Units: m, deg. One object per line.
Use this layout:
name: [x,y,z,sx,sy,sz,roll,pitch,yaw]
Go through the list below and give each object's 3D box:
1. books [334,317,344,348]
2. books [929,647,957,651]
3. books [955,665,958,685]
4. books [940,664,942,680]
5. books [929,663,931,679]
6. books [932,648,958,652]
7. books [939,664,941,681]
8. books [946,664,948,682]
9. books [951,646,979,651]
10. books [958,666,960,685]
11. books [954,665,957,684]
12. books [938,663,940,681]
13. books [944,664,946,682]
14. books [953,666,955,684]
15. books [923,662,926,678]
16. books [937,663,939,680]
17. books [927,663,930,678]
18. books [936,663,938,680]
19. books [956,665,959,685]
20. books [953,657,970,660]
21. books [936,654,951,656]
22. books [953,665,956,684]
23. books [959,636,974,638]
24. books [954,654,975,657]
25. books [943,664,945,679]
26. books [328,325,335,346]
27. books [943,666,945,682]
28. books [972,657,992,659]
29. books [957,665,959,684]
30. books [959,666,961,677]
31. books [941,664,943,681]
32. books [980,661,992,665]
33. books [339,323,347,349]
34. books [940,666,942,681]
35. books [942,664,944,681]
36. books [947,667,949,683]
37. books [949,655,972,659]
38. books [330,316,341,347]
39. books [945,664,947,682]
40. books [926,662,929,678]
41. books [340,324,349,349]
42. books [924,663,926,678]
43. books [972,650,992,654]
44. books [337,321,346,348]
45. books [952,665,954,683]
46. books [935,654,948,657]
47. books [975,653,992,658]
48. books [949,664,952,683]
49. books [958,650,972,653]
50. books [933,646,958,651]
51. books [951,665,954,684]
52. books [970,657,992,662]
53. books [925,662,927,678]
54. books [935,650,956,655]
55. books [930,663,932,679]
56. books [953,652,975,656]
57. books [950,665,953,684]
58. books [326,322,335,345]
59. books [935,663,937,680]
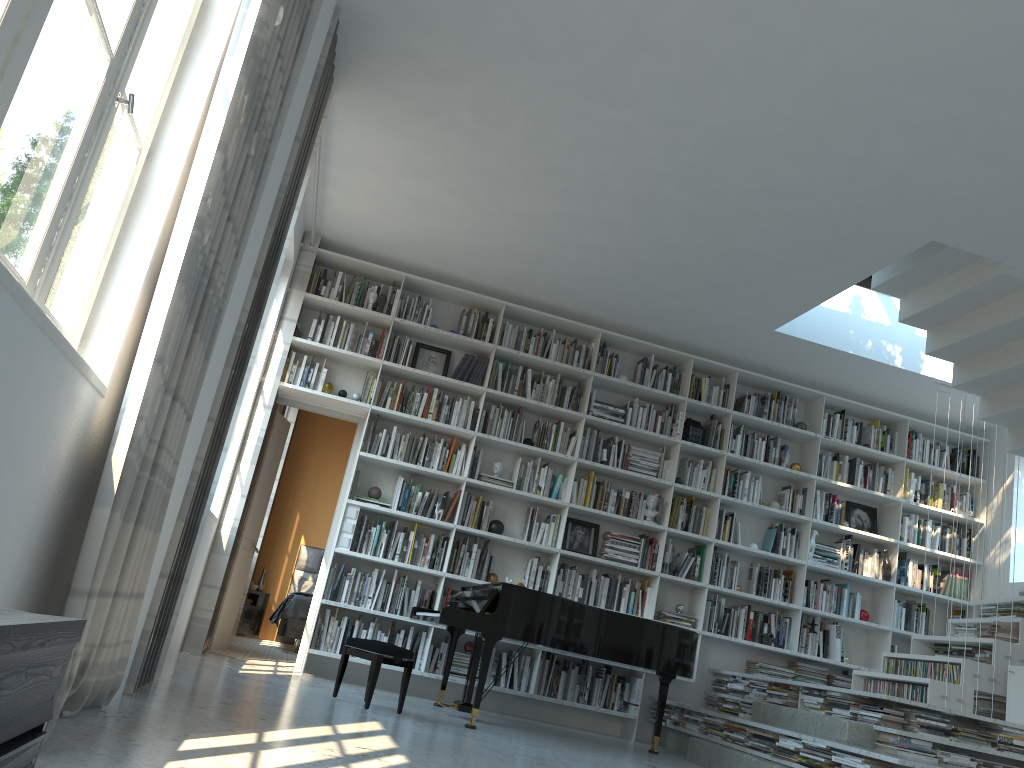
books: [-1.383,-0.369,7.037,0.037,0.291,0.156,15,-16,-10]
books: [3.241,1.977,6.580,0.198,0.006,0.189,16,-17,-14]
books: [2.987,1.933,5.853,0.125,0.123,0.036,15,-16,-10]
books: [2.952,1.967,5.996,0.125,0.125,0.007,15,-16,-10]
books: [2.926,1.992,6.098,0.125,0.125,0.013,15,-16,-10]
books: [3.257,1.988,6.581,0.160,0.009,0.208,16,-17,-14]
books: [2.950,1.969,6.003,0.125,0.125,0.007,15,-16,-10]
books: [2.966,1.953,5.939,0.125,0.125,0.008,15,-16,-10]
books: [3.304,1.914,6.374,0.177,0.014,0.194,17,-17,-15]
books: [2.992,1.928,5.831,0.125,0.123,0.036,15,-16,-10]
books: [2.985,1.935,5.861,0.125,0.123,0.035,15,-16,-10]
books: [2.948,1.970,6.010,0.125,0.125,0.009,15,-16,-10]
books: [2.962,1.956,5.953,0.125,0.125,0.008,15,-16,-10]
books: [2.981,1.938,5.875,0.125,0.123,0.034,15,-16,-10]
books: [2.913,2.005,6.150,0.125,0.125,0.013,15,-16,-10]
books: [2.946,1.973,6.019,0.125,0.125,0.010,15,-16,-10]
books: [2.922,1.996,6.112,0.125,0.125,0.016,15,-16,-10]
books: [2.943,1.975,6.028,0.125,0.125,0.008,15,-16,-10]
books: [2.988,1.931,5.846,0.125,0.123,0.035,15,-16,-10]
books: [3.288,1.989,6.352,0.175,0.016,0.208,17,-17,-15]
books: [3.264,2.021,6.575,0.132,0.010,0.198,14,-17,-6]
books: [2.983,1.936,5.868,0.125,0.123,0.034,15,-16,-10]
books: [3.472,1.909,6.635,0.160,0.010,0.180,14,-17,-7]
books: [3.305,1.966,6.362,0.150,0.013,0.220,13,-17,-5]
books: [2.958,1.960,5.968,0.125,0.125,0.010,15,-16,-10]
books: [-1.433,-0.343,7.014,0.010,0.208,0.165,15,-16,-10]
books: [2.960,1.958,5.962,0.125,0.125,0.010,15,-16,-10]
books: [3.286,1.891,6.079,0.161,0.007,0.255,9,-17,9]
books: [2.990,1.929,5.839,0.125,0.123,0.034,15,-16,-10]
books: [2.994,1.925,5.823,0.125,0.123,0.034,15,-16,-10]
books: [2.955,1.963,5.982,0.125,0.125,0.008,15,-16,-10]
books: [3.284,1.921,6.069,0.136,0.017,0.289,8,-17,12]
books: [-1.350,-0.342,7.029,0.012,0.248,0.192,15,-16,-10]
books: [2.953,1.965,5.989,0.125,0.125,0.008,15,-16,-10]
books: [2.957,1.962,5.976,0.125,0.125,0.009,15,-16,-10]
books: [2.969,1.949,5.925,0.125,0.125,0.008,15,-16,-10]
books: [3.291,1.975,6.356,0.184,0.013,0.226,16,-17,-13]
books: [-1.407,-0.379,7.012,0.021,0.285,0.179,15,-16,-10]
books: [2.964,1.954,5.946,0.125,0.125,0.008,15,-16,-10]
books: [2.920,1.998,6.122,0.125,0.125,0.009,15,-16,-10]
books: [-1.335,-0.335,7.032,0.022,0.243,0.174,15,-16,-10]
books: [2.915,2.003,6.141,0.125,0.125,0.009,15,-16,-10]
books: [3.289,1.855,6.090,0.168,0.014,0.213,9,-17,9]
books: [-1.360,-0.354,7.030,0.013,0.268,0.162,15,-16,-10]
books: [2.979,1.940,5.883,0.125,0.122,0.037,15,-16,-10]
books: [3.254,2.031,6.570,0.145,0.015,0.166,17,-17,-15]
books: [3.297,1.876,6.082,0.141,0.028,0.223,10,-17,8]
books: [2.972,1.947,5.915,0.125,0.125,0.011,15,-16,-10]
books: [3.324,1.935,6.374,0.133,0.017,0.179,14,-17,-6]
books: [3.262,1.973,6.586,0.161,0.012,0.195,16,-17,-13]
books: [2.977,1.942,5.890,0.125,0.123,0.035,15,-16,-10]
books: [3.268,1.901,6.077,0.171,0.019,0.241,8,-17,14]
books: [2.918,2.001,6.132,0.125,0.125,0.011,15,-16,-10]
books: [3.260,2.005,6.578,0.140,0.022,0.181,17,-17,-16]
books: [2.928,1.990,6.090,0.125,0.125,0.009,15,-16,-10]
books: [3.295,1.950,6.363,0.189,0.012,0.156,14,-17,-7]
books: [2.975,1.944,5.898,0.125,0.123,0.034,15,-16,-10]
books: [-1.449,-0.359,7.025,0.024,0.238,0.156,15,-16,-10]
books: [2.940,1.978,6.042,0.125,0.125,0.007,15,-16,-10]
